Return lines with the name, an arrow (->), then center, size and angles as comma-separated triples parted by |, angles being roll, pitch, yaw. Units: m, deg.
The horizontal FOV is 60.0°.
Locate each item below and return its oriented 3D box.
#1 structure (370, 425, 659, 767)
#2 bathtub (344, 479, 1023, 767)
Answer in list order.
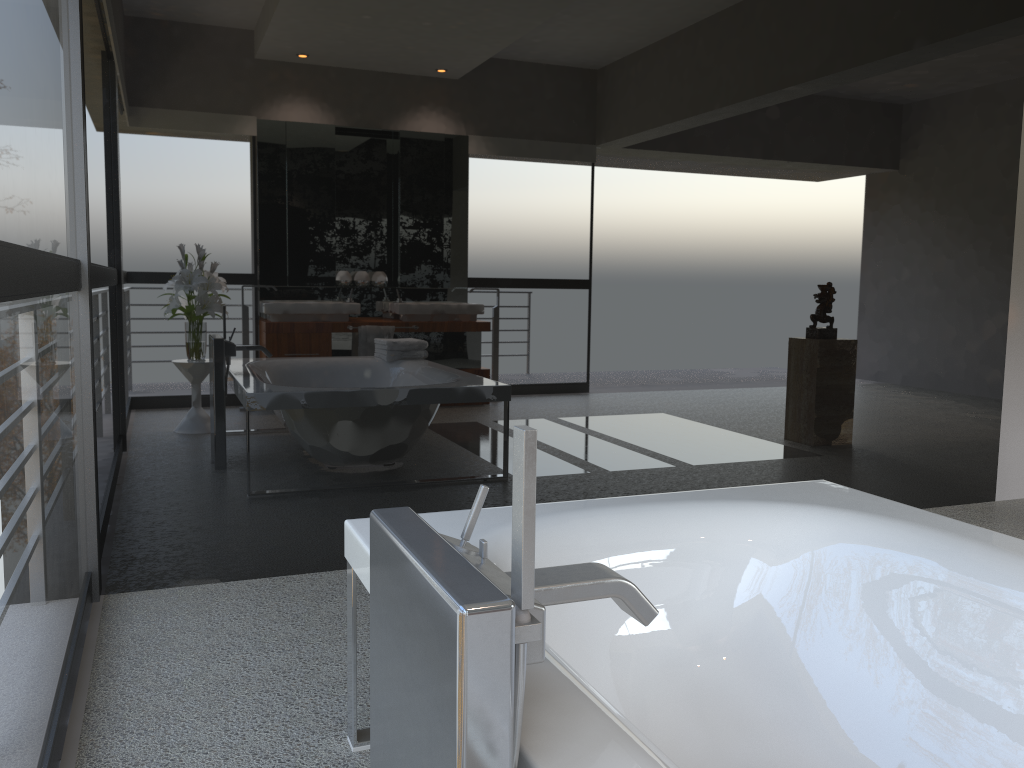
structure -> 0.025, 0.466, 1.132 | 0.330, 0.884, 0.402 | -2, 6, -22
bathtub -> 0.600, 0.638, 1.333 | 1.327, 0.504, 1.960 | -2, 7, -22
